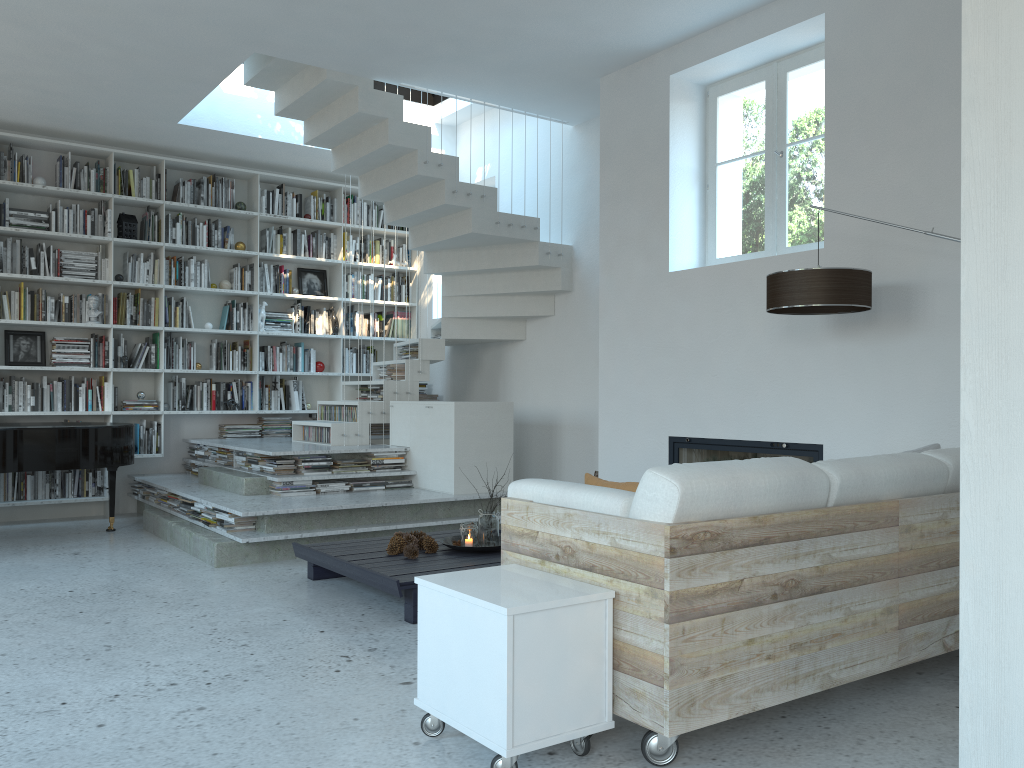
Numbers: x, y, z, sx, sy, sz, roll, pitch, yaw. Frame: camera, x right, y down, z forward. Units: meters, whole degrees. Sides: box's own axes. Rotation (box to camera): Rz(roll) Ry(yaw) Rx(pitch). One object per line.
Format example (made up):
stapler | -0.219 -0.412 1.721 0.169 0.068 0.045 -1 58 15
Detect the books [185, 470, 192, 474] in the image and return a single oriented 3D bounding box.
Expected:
books | -2.870 0.800 8.082 0.163 0.019 0.187 1 -1 -36

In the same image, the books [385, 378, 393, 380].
books | -1.017 -0.045 7.879 0.184 0.016 0.128 1 -1 -28

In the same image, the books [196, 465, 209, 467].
books | -2.687 0.721 7.829 0.144 0.009 0.249 1 -1 -31

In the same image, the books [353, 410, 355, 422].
books | -1.246 0.253 7.306 0.125 0.123 0.035 1 0 -35

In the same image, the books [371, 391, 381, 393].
books | -1.145 0.071 7.833 0.189 0.012 0.155 1 -1 -32

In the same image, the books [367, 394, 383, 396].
books | -1.145 0.097 7.834 0.184 0.014 0.225 1 -1 -38

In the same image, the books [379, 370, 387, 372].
books | -1.091 -0.121 8.123 0.149 0.017 0.239 1 -1 -37

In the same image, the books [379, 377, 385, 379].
books | -1.086 -0.053 8.126 0.136 0.017 0.288 1 -1 -37

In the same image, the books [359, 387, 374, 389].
books | -1.263 0.038 8.023 0.161 0.012 0.195 1 -1 -38

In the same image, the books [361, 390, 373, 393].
books | -1.260 0.070 8.026 0.140 0.022 0.181 1 -1 -42

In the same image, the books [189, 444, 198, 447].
books | -2.821 0.560 8.074 0.159 0.011 0.246 1 -1 -38

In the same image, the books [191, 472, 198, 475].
books | -2.703 0.787 7.818 0.187 0.009 0.261 1 -1 -32

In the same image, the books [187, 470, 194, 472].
books | -2.870 0.788 8.082 0.144 0.005 0.257 1 -1 -30

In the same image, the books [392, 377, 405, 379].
books | -0.920 -0.052 7.620 0.215 0.013 0.189 0 -1 -3

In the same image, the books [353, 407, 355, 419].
books | -1.242 0.253 7.299 0.125 0.123 0.036 1 0 -35

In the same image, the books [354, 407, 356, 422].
books | -1.233 0.253 7.286 0.125 0.123 0.034 1 0 -35

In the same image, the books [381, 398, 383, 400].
books | -1.039 0.126 7.564 0.136 0.017 0.288 0 -1 -12

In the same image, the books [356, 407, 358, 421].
books | -1.210 0.253 7.255 0.125 0.123 0.036 1 0 -35

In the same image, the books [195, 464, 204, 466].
books | -2.685 0.710 7.831 0.149 0.014 0.228 1 -1 -37

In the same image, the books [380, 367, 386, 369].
books | -1.095 -0.147 8.120 0.157 0.014 0.180 1 -1 -39

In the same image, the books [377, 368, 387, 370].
books | -1.104 -0.135 8.114 0.173 0.011 0.203 1 -1 -40

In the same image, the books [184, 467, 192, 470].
books | -2.871 0.766 8.081 0.170 0.012 0.215 1 -1 -35

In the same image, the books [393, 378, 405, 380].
books | -0.921 -0.039 7.626 0.206 0.012 0.183 0 -1 -8

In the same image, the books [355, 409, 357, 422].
books | -1.223 0.253 7.273 0.125 0.123 0.036 1 0 -35

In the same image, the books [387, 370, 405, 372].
books | -0.919 -0.112 7.604 0.295 0.007 0.146 0 -1 -5

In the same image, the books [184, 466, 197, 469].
books | -2.868 0.754 8.083 0.159 0.012 0.278 1 -1 -36

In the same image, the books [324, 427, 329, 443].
books | -1.512 0.426 7.424 0.125 0.125 0.008 1 0 -35

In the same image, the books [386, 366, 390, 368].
books | -1.002 -0.152 7.855 0.166 0.017 0.190 1 -1 -33

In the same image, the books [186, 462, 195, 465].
books | -2.871 0.720 8.081 0.152 0.015 0.208 1 -1 -30

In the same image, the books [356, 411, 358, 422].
books | -1.215 0.253 7.261 0.125 0.123 0.034 1 0 -35

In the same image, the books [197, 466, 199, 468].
books | -2.683 0.735 7.832 0.137 0.018 0.200 1 -1 -39

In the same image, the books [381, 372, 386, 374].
books | -1.087 -0.103 8.126 0.143 0.019 0.230 1 -1 -36

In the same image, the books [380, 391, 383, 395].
books | -1.036 0.078 7.565 0.141 0.028 0.222 0 -1 -16

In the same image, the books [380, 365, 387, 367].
books | -1.093 -0.162 8.122 0.157 0.014 0.180 1 -1 -37

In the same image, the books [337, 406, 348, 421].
books | -1.432 0.255 7.568 0.125 0.125 0.008 1 0 -35

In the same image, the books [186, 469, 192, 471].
books | -2.862 0.779 8.088 0.147 0.014 0.292 1 -1 -35

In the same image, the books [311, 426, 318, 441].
books | -1.670 0.429 7.646 0.125 0.125 0.008 1 0 -35

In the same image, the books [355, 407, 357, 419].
books | -1.219 0.253 7.267 0.125 0.123 0.035 1 0 -35

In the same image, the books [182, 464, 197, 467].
books | -2.879 0.739 8.076 0.184 0.006 0.262 1 -1 -34

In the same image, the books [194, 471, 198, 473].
books | -2.689 0.776 7.828 0.160 0.014 0.268 1 -1 -36

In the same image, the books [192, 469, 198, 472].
books | -2.699 0.761 7.821 0.180 0.017 0.182 1 -1 -38

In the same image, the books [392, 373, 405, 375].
books | -0.919 -0.083 7.604 0.214 0.014 0.138 0 -1 -8

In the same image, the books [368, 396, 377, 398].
books | -1.144 0.112 7.834 0.175 0.016 0.207 1 -1 -41

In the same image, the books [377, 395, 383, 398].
books | -1.059 0.108 7.559 0.172 0.019 0.240 0 -1 -10

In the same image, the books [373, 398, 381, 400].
books | -1.130 0.135 7.844 0.137 0.013 0.199 1 -1 -29

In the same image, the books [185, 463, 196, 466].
books | -2.873 0.732 8.080 0.159 0.009 0.210 1 -1 -31

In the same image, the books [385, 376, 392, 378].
books | -1.002 -0.060 7.854 0.200 0.014 0.177 1 -1 -31

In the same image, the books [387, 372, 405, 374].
books | -0.919 -0.094 7.604 0.295 0.006 0.146 0 -1 -1

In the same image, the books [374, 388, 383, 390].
books | -1.124 0.048 7.848 0.133 0.017 0.178 1 -1 -31

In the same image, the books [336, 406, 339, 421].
books | -1.443 0.255 7.583 0.125 0.125 0.010 1 0 -35

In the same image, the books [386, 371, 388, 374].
books | -0.995 -0.102 7.843 0.178 0.035 0.222 1 -1 -31

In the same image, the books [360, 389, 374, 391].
books | -1.265 0.055 8.022 0.159 0.009 0.208 1 -1 -39

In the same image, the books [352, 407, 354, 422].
books | -1.261 0.252 7.327 0.125 0.125 0.011 1 0 -35

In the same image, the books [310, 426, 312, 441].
books | -1.683 0.429 7.664 0.125 0.125 0.008 1 0 -35

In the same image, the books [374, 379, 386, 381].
books | -1.106 -0.036 8.112 0.190 0.018 0.287 1 -1 -36

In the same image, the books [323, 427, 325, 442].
books | -1.521 0.426 7.436 0.125 0.125 0.008 1 0 -35

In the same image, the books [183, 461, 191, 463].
books | -2.876 0.708 8.078 0.174 0.009 0.240 1 -1 -33

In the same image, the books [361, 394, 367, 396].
books | -1.260 0.099 8.026 0.145 0.015 0.166 1 -1 -41
